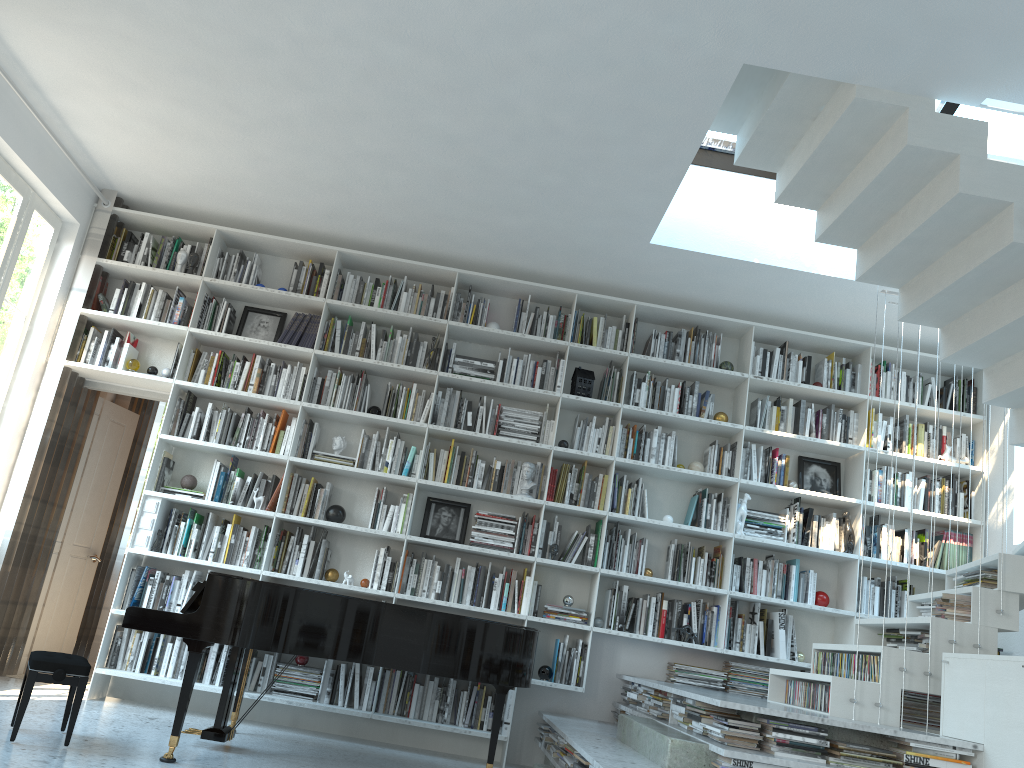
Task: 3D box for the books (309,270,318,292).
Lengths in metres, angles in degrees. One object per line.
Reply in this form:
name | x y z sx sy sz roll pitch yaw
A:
books | -1.407 -0.665 6.261 0.013 0.254 0.129 10 -15 -1

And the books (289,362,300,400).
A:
books | -1.469 0.012 6.034 0.012 0.290 0.183 10 -15 -1

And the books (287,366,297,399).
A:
books | -1.491 0.028 6.058 0.024 0.265 0.155 10 -15 -1

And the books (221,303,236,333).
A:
books | -1.960 -0.413 6.121 0.012 0.254 0.167 10 -15 -1

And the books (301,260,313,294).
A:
books | -1.448 -0.705 6.265 0.014 0.320 0.137 10 -15 -1

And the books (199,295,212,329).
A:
books | -2.112 -0.453 6.127 0.006 0.286 0.148 10 -15 -1

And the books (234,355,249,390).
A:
books | -1.840 -0.041 6.038 0.014 0.272 0.181 10 -15 -1

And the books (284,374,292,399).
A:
books | -1.514 0.051 6.041 0.013 0.205 0.173 10 -16 -1

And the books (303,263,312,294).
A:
books | -1.436 -0.689 6.246 0.013 0.282 0.167 10 -15 -1

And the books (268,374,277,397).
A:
books | -1.624 0.042 6.041 0.022 0.185 0.137 10 -16 -1

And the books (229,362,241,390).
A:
books | -1.866 -0.020 6.025 0.031 0.216 0.173 10 -16 -1

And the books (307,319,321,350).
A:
books | -1.352 -0.318 6.148 0.078 0.285 0.174 10 -15 -1

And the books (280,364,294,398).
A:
books | -1.526 0.017 6.036 0.022 0.262 0.175 10 -15 -1

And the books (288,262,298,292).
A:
books | -1.543 -0.703 6.250 0.013 0.277 0.151 10 -15 -1

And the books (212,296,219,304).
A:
books | -2.082 -0.448 6.134 0.006 0.288 0.144 10 -15 -1

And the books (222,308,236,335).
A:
books | -1.951 -0.394 6.108 0.012 0.213 0.186 10 -16 -1

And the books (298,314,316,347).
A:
books | -1.420 -0.326 6.160 0.078 0.285 0.174 10 -15 -1

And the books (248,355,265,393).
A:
books | -1.734 -0.033 6.026 0.030 0.285 0.185 10 -15 -1

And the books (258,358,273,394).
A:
books | -1.680 -0.017 6.051 0.025 0.285 0.161 10 -15 -1

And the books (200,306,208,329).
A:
books | -2.108 -0.412 6.120 0.015 0.206 0.173 10 -16 -1

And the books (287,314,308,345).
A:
books | -1.483 -0.332 6.157 0.110 0.279 0.174 10 -15 -1

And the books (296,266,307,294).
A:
books | -1.472 -0.682 6.230 0.028 0.248 0.156 10 -15 -1

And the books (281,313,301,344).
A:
books | -1.527 -0.340 6.156 0.110 0.279 0.174 10 -15 -1

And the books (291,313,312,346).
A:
books | -1.452 -0.335 6.139 0.097 0.281 0.174 10 -15 -1

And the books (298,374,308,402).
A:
books | -1.394 0.064 6.010 0.039 0.201 0.236 10 -16 -1

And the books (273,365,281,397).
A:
books | -1.597 0.012 6.056 0.035 0.260 0.131 10 -15 -1

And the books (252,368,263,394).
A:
books | -1.712 0.014 6.012 0.029 0.195 0.192 10 -16 -1

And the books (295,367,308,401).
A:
books | -1.428 0.035 6.041 0.035 0.263 0.178 10 -15 -1

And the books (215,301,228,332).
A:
books | -1.987 -0.422 6.113 0.023 0.257 0.184 10 -16 -1

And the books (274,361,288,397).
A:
books | -1.572 0.002 6.042 0.012 0.280 0.188 10 -15 -1

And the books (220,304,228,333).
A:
books | -1.972 -0.412 6.121 0.011 0.249 0.168 10 -15 -1

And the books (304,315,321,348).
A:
books | -1.375 -0.318 6.161 0.078 0.285 0.174 10 -15 -1

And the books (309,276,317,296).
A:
books | -1.391 -0.637 6.229 0.027 0.189 0.178 10 -16 -1

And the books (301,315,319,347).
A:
books | -1.398 -0.321 6.165 0.078 0.285 0.174 10 -15 -1

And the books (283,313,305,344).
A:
books | -1.504 -0.341 6.139 0.110 0.279 0.174 10 -15 -1

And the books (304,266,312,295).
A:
books | -1.426 -0.681 6.233 0.010 0.262 0.157 10 -15 -1

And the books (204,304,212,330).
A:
books | -2.072 -0.417 6.099 0.004 0.213 0.187 10 -16 -1

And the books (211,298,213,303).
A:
books | -2.087 -0.444 6.130 0.005 0.276 0.147 10 -15 -1

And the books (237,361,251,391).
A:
books | -1.814 -0.018 6.038 0.047 0.237 0.163 10 -15 -1

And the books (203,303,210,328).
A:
books | -2.096 -0.426 6.125 0.005 0.237 0.154 10 -15 -1

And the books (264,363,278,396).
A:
books | -1.643 0.003 6.051 0.029 0.260 0.158 10 -15 -1

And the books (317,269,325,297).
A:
books | -1.338 -0.659 6.252 0.022 0.259 0.152 10 -15 -1

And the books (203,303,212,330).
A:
books | -2.078 -0.422 6.111 0.009 0.228 0.185 10 -16 -1

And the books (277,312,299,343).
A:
books | -1.549 -0.346 6.147 0.110 0.279 0.174 10 -15 -1

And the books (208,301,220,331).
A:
books | -2.047 -0.428 6.106 0.004 0.245 0.189 10 -16 -1

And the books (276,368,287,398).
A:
books | -1.555 0.028 6.031 0.030 0.230 0.173 10 -16 -1

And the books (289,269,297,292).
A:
books | -1.527 -0.675 6.230 0.028 0.217 0.153 10 -15 -1

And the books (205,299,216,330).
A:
books | -2.063 -0.434 6.119 0.009 0.259 0.184 10 -15 -1

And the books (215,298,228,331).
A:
books | -2.000 -0.432 6.125 0.005 0.280 0.191 10 -15 -1

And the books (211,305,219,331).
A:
books | -2.027 -0.409 6.108 0.018 0.218 0.187 10 -16 -1

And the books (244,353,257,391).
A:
books | -1.779 -0.043 6.051 0.014 0.303 0.152 10 -15 -1

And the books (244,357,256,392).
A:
books | -1.762 -0.029 6.029 0.023 0.270 0.187 10 -15 -1

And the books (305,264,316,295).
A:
books | -1.415 -0.684 6.235 0.011 0.273 0.184 10 -15 -1

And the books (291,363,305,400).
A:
books | -1.454 0.019 6.046 0.022 0.288 0.170 10 -15 -1

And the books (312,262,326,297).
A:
books | -1.356 -0.686 6.234 0.025 0.296 0.164 10 -15 -1

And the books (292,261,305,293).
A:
books | -1.496 -0.701 6.235 0.024 0.279 0.188 10 -15 -1

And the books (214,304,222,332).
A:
books | -2.015 -0.416 6.122 0.019 0.243 0.154 10 -15 -1

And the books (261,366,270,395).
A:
books | -1.665 0.009 6.033 0.013 0.231 0.172 10 -16 -1

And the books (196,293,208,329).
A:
books | -2.125 -0.462 6.118 0.005 0.292 0.184 10 -15 -1
